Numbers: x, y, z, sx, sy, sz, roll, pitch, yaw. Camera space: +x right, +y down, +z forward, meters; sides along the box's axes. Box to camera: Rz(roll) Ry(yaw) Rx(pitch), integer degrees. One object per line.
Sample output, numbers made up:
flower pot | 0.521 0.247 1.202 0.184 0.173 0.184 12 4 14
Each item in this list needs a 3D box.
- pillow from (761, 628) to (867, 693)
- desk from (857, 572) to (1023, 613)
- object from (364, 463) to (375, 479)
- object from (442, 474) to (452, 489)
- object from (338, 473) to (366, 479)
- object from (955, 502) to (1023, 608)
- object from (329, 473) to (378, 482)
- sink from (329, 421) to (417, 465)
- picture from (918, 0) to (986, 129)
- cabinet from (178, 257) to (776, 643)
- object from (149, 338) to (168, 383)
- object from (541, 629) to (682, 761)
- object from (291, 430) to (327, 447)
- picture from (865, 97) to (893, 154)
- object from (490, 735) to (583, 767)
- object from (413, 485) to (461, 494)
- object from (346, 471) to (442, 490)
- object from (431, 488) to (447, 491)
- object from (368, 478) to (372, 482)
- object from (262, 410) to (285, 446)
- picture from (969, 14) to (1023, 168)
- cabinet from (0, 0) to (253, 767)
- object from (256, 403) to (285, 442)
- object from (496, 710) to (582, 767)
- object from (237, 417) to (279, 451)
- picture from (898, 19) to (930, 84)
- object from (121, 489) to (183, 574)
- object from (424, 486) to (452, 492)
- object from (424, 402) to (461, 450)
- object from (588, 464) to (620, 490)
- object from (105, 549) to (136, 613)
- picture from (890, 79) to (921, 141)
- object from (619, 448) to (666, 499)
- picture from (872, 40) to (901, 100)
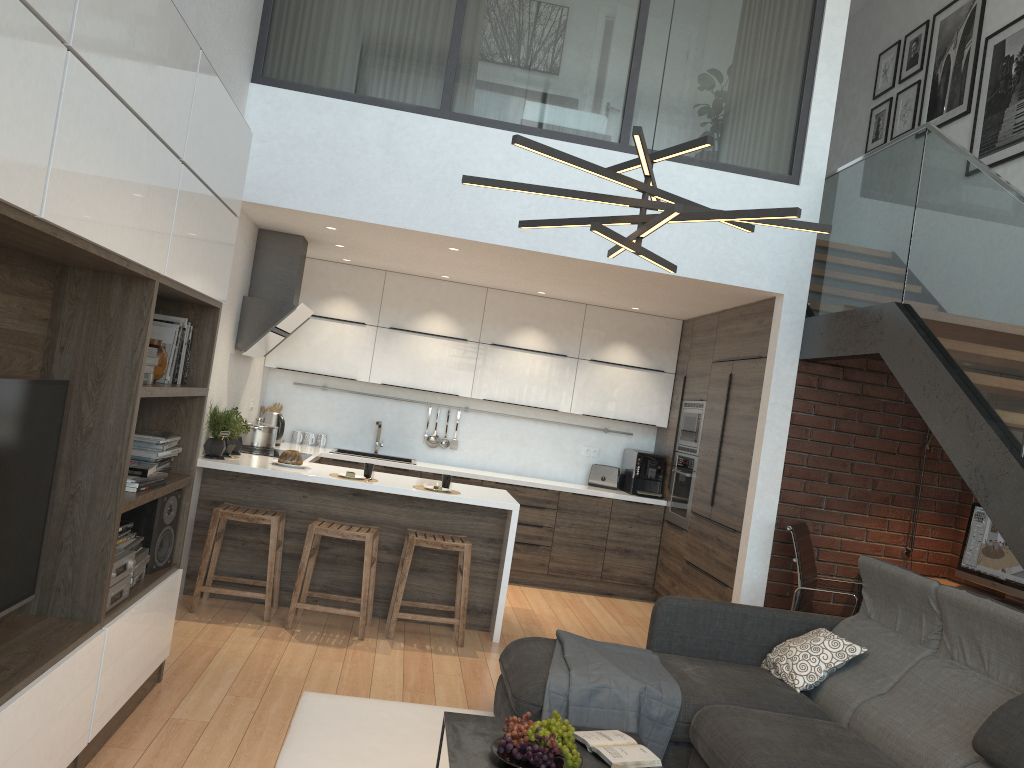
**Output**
pillow | 1.457 1.189 2.910 0.386 0.364 2.734 9 -1 -3
desk | 2.579 1.583 4.609 0.610 0.750 2.182 9 -1 -6
object | -0.905 0.548 5.583 0.066 0.093 0.066 8 -2 29
object | -0.416 0.622 5.608 0.066 0.093 0.066 10 -2 -33
object | -0.989 0.572 5.468 0.176 0.014 0.176 9 -1 -16
object | 2.690 0.960 5.007 0.431 0.535 0.716 9 -1 -6
object | -0.982 0.582 5.507 0.305 0.002 0.305 10 -2 -37
sink | -1.144 0.572 7.396 0.706 0.518 0.512 9 -1 -6
picture | 3.275 -2.404 6.611 0.025 0.990 0.654 9 -1 -6
cabinet | -0.261 0.365 6.598 3.495 2.401 2.401 9 -1 -6
object | -1.421 -0.092 3.488 0.130 0.171 0.130 8 -2 33
object | 0.392 1.311 3.702 0.548 0.369 0.685 9 -1 1
object | -1.732 0.467 7.568 0.297 0.105 0.112 9 -1 -5
picture | 3.136 -2.199 7.579 0.025 0.410 0.333 9 -1 -6
object | 0.076 1.174 2.794 0.295 0.026 0.295 9 -1 -13
object | -0.470 0.661 5.535 0.304 0.002 0.304 8 -2 26
object | -0.726 0.597 5.470 0.597 0.039 0.064 9 -1 -10
object | -0.441 0.651 5.443 0.126 0.012 0.025 8 -1 12
object | -0.880 0.590 5.465 0.025 0.011 0.126 9 -1 -3
object | -1.897 0.344 7.001 0.179 0.270 0.220 9 -1 -19
picture | 3.299 -1.936 5.763 0.025 0.990 0.871 9 -1 -6
cabinet | -1.283 0.046 1.946 0.338 2.494 4.036 9 -1 -6
object | -2.011 0.314 7.415 0.221 0.316 0.330 9 -1 -6
object | 0.078 1.103 2.801 0.256 0.173 0.279 9 -1 -9
object | -1.855 0.354 6.451 0.288 0.223 0.315 8 -2 35
picture | 3.256 -2.683 7.183 0.025 0.410 0.333 9 -1 -6
object | -1.576 0.605 3.766 0.244 0.331 0.214 9 -1 4
object | -0.460 0.652 5.492 0.176 0.014 0.176 9 -1 -2
object | -0.608 0.373 7.729 0.320 0.389 0.069 9 -1 -5
object | 0.816 0.814 7.795 0.260 0.195 0.177 8 -1 14
object | -1.501 0.680 3.107 0.270 0.174 0.285 9 -1 -6
picture | 3.183 -2.204 7.170 0.025 0.410 0.333 9 -1 -6
object | 1.139 0.769 7.682 0.274 0.378 0.532 9 -1 -6
picture | 3.209 -2.682 7.591 0.025 0.410 0.333 9 -1 -6
